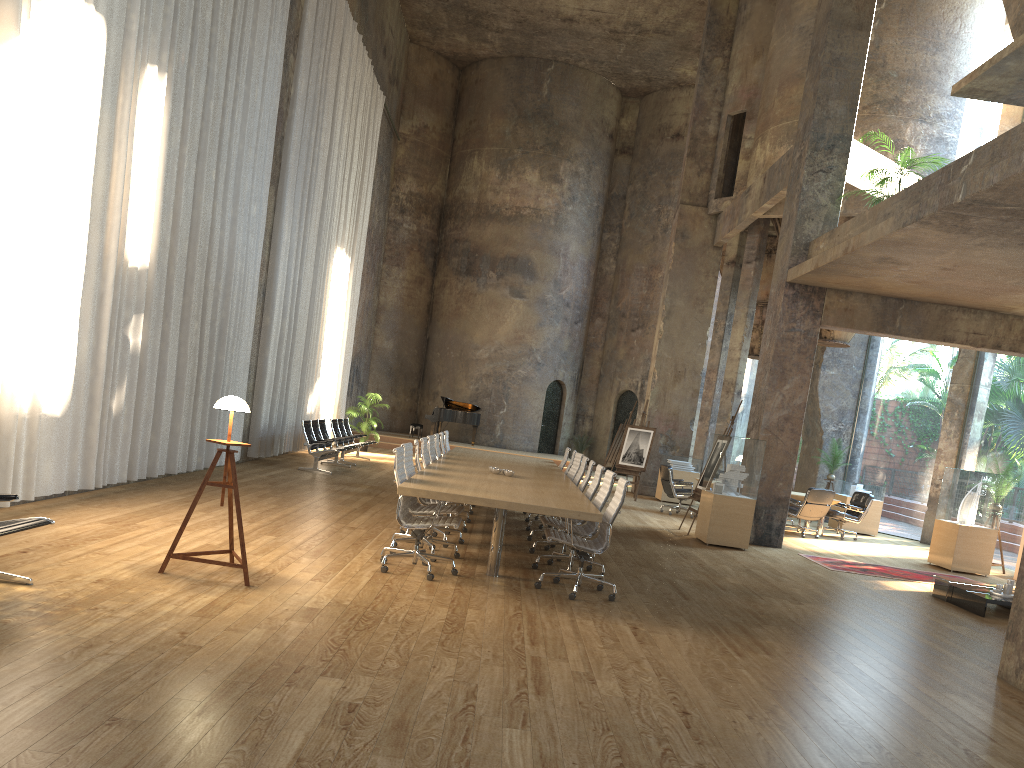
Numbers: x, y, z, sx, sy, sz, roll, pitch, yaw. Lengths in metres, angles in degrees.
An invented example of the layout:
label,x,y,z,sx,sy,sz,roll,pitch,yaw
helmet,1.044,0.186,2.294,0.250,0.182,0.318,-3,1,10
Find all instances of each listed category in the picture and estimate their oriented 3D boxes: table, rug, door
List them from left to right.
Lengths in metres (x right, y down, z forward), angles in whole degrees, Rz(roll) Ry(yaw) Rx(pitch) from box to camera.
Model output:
label,x,y,z,sx,sy,sz,roll,pitch,yaw
table,-0.160,1.400,10.660,1.601,0.765,7.661,8,-2,0
door,1.157,1.004,27.061,0.907,2.320,0.090,4,7,-42
door,3.475,1.502,27.113,0.890,2.658,0.111,12,7,41
table,4.632,2.289,16.241,2.410,0.707,1.096,8,0,-1
rug,5.345,2.602,12.077,2.463,0.009,1.337,8,-2,-1
table,5.381,2.431,10.204,0.860,0.249,0.367,8,1,-1
table,5.380,2.440,9.838,0.790,0.204,1.102,8,-2,0

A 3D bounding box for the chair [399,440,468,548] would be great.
label,x,y,z,sx,sy,sz,roll,pitch,yaw
chair,-0.780,1.132,9.150,0.699,1.036,0.659,8,4,-1

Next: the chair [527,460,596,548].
label,x,y,z,sx,sy,sz,roll,pitch,yaw
chair,0.589,1.359,10.203,0.697,1.036,0.661,8,4,8

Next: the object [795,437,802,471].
label,x,y,z,sx,sy,sz,roll,pitch,yaw
object,6.846,1.668,21.327,0.683,0.949,0.858,9,3,20

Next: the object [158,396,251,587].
label,x,y,z,sx,sy,sz,roll,pitch,yaw
object,-1.964,0.739,6.177,0.564,1.311,0.659,11,5,33

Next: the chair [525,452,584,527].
label,x,y,z,sx,sy,sz,roll,pitch,yaw
chair,0.588,1.417,12.007,0.699,1.036,0.659,8,4,-1

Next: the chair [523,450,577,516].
label,x,y,z,sx,sy,sz,roll,pitch,yaw
chair,0.575,1.443,12.859,0.697,1.036,0.661,8,4,8

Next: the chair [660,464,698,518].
label,x,y,z,sx,sy,sz,roll,pitch,yaw
chair,3.106,1.977,16.213,0.822,0.902,0.723,8,3,-4

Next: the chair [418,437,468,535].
label,x,y,z,sx,sy,sz,roll,pitch,yaw
chair,-0.796,1.159,10.078,0.698,1.036,0.660,8,4,5

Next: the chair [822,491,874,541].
label,x,y,z,sx,sy,sz,roll,pitch,yaw
chair,6.121,2.404,16.257,0.822,0.902,0.722,8,3,-6

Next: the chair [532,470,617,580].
label,x,y,z,sx,sy,sz,roll,pitch,yaw
chair,0.603,1.302,8.395,0.698,1.036,0.660,8,4,3

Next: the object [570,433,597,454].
label,x,y,z,sx,sy,sz,roll,pitch,yaw
object,2.206,2.007,27.580,0.909,1.001,0.903,8,2,11

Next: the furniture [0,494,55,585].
label,x,y,z,sx,sy,sz,roll,pitch,yaw
furniture,-3.111,0.740,4.420,0.708,0.849,1.858,8,-1,0

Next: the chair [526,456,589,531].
label,x,y,z,sx,sy,sz,roll,pitch,yaw
chair,0.587,1.387,11.079,0.698,1.036,0.660,8,4,5

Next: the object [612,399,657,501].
label,x,y,z,sx,sy,sz,roll,pitch,yaw
object,2.605,1.368,18.363,0.694,2.169,0.684,11,6,31

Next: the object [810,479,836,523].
label,x,y,z,sx,sy,sz,roll,pitch,yaw
object,6.861,2.554,18.899,0.564,0.982,0.660,11,4,36

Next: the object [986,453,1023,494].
label,x,y,z,sx,sy,sz,roll,pitch,yaw
object,7.678,1.543,13.870,0.690,0.949,0.850,7,2,-10

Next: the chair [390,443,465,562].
label,x,y,z,sx,sy,sz,roll,pitch,yaw
chair,-0.776,1.104,8.298,0.697,1.036,0.661,8,4,8

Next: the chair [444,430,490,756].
label,x,y,z,sx,sy,sz,roll,pitch,yaw
chair,1.996,1.678,13.701,12.952,1.041,31.286,8,-2,0

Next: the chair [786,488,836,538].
label,x,y,z,sx,sy,sz,roll,pitch,yaw
chair,5.153,2.244,15.555,0.734,0.901,0.810,7,3,-27

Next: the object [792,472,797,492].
label,x,y,z,sx,sy,sz,roll,pitch,yaw
object,6.770,2.622,21.398,0.660,0.982,0.564,8,4,-6

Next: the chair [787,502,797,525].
label,x,y,z,sx,sy,sz,roll,pitch,yaw
chair,5.149,2.291,16.998,0.729,0.901,0.815,8,2,0

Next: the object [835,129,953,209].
label,x,y,z,sx,sy,sz,roll,pitch,yaw
object,5.228,-2.422,12.015,1.399,1.827,1.347,8,3,5

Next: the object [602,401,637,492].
label,x,y,z,sx,sy,sz,roll,pitch,yaw
object,2.491,1.413,20.241,0.678,2.169,0.700,10,6,25

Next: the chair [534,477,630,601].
label,x,y,z,sx,sy,sz,roll,pitch,yaw
chair,0.605,1.272,7.451,0.698,1.036,0.660,8,4,5

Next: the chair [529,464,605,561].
label,x,y,z,sx,sy,sz,roll,pitch,yaw
chair,0.596,1.331,9.308,0.698,1.036,0.660,8,4,5

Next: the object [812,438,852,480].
label,x,y,z,sx,sy,sz,roll,pitch,yaw
object,6.838,1.588,18.878,0.858,0.950,0.682,8,3,2

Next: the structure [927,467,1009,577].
label,x,y,z,sx,sy,sz,roll,pitch,yaw
structure,6.958,2.098,13.447,0.594,1.563,0.735,8,4,0

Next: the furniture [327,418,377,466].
label,x,y,z,sx,sy,sz,roll,pitch,yaw
furniture,-3.235,1.163,17.966,0.708,0.849,1.858,8,-1,0

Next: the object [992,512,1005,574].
label,x,y,z,sx,sy,sz,roll,pitch,yaw
object,7.485,2.481,13.959,0.662,0.982,0.562,5,5,-36

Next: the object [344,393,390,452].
label,x,y,z,sx,sy,sz,roll,pitch,yaw
object,-3.565,0.922,21.439,1.095,1.471,1.116,7,3,-10

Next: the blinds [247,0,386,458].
label,x,y,z,sx,sy,sz,roll,pitch,yaw
blinds,-3.741,-2.922,18.296,0.275,8.729,7.766,8,2,1

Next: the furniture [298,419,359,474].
label,x,y,z,sx,sy,sz,roll,pitch,yaw
furniture,-3.223,1.088,15.590,0.708,0.849,1.858,8,-1,0

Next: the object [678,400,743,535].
label,x,y,z,sx,sy,sz,roll,pitch,yaw
object,3.089,1.273,13.319,0.685,2.169,0.693,8,5,-2

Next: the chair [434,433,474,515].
label,x,y,z,sx,sy,sz,roll,pitch,yaw
chair,-0.805,1.216,11.849,0.698,1.036,0.660,8,4,5

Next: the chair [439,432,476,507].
label,x,y,z,sx,sy,sz,roll,pitch,yaw
chair,-0.811,1.245,12.762,0.698,1.036,0.660,8,4,3

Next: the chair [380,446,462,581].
label,x,y,z,sx,sy,sz,roll,pitch,yaw
chair,-0.742,1.081,7.438,0.698,1.036,0.660,8,4,5

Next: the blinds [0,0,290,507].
label,x,y,z,sx,sy,sz,roll,pitch,yaw
blinds,-3.697,-3.196,9.693,0.275,8.729,7.766,8,2,1

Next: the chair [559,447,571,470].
label,x,y,z,sx,sy,sz,roll,pitch,yaw
chair,0.536,1.466,13.719,0.698,1.036,0.660,8,4,5

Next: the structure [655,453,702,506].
label,x,y,z,sx,sy,sz,roll,pitch,yaw
structure,3.618,2.082,19.134,0.743,1.025,0.728,8,3,-1

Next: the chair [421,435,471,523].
label,x,y,z,sx,sy,sz,roll,pitch,yaw
chair,-0.798,1.188,10.954,0.697,1.036,0.661,8,4,8

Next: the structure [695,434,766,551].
label,x,y,z,sx,sy,sz,roll,pitch,yaw
structure,3.077,1.519,12.459,0.594,1.563,0.735,8,4,0

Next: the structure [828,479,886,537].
label,x,y,z,sx,sy,sz,roll,pitch,yaw
structure,7.009,2.520,17.894,0.735,1.025,0.737,8,3,-1
